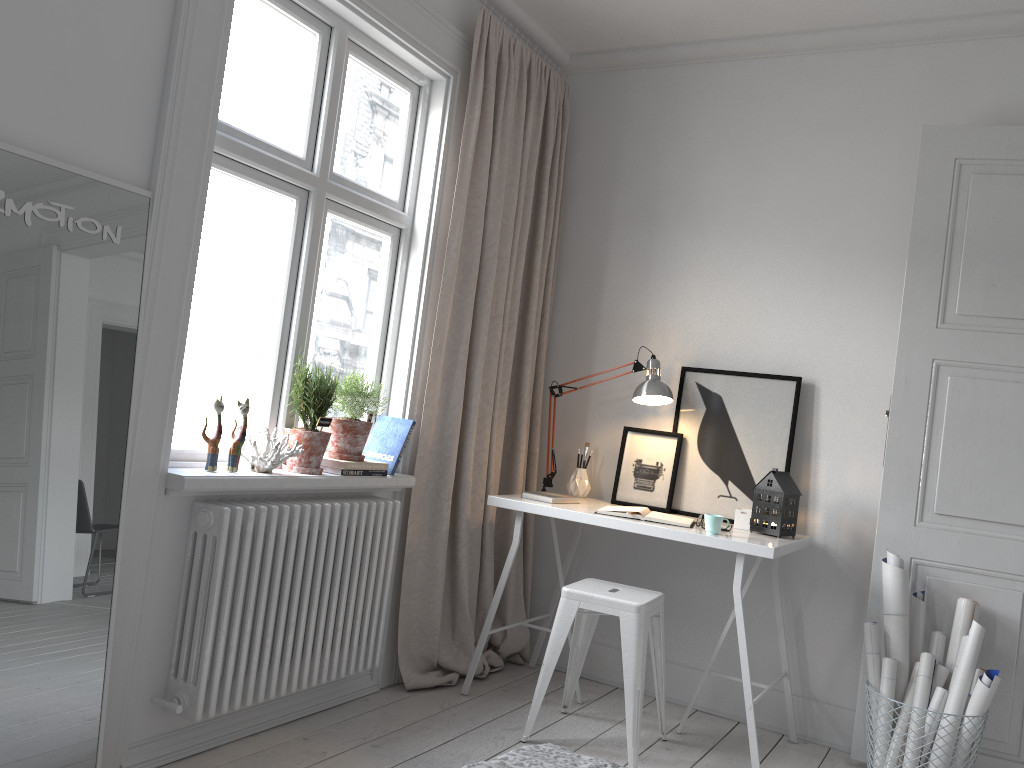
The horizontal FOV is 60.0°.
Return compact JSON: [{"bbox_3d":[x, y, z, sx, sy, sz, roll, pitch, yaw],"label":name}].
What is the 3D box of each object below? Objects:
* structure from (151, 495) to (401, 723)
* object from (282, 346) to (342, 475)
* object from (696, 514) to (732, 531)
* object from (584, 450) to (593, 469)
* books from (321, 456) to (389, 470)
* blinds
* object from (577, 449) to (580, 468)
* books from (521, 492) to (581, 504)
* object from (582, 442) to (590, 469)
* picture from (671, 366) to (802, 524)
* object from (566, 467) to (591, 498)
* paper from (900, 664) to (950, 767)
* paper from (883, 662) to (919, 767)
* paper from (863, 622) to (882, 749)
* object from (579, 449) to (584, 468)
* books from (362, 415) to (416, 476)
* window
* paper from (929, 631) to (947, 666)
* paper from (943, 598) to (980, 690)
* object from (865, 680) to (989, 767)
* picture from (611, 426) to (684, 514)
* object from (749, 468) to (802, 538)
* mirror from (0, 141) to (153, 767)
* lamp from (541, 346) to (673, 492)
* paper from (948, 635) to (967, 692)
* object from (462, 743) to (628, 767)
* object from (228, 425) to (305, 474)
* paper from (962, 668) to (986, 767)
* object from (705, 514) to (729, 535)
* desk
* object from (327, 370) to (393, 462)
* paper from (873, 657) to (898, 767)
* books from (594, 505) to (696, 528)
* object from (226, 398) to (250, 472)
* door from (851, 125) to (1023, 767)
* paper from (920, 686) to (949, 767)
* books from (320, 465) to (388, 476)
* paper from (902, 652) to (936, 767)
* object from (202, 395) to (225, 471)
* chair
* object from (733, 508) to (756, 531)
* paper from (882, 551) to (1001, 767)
[{"bbox_3d":[-0.727,0.670,2.872,0.216,0.600,0.935,6,-2,29],"label":"structure"},{"bbox_3d":[-0.658,0.088,2.920,0.183,0.411,0.199,8,-2,-10],"label":"object"},{"bbox_3d":[0.732,0.506,3.226,0.133,0.047,0.114,7,-2,17],"label":"object"},{"bbox_3d":[0.314,0.391,3.877,0.054,0.207,0.008,7,-2,12],"label":"object"},{"bbox_3d":[-0.572,0.278,3.111,0.157,0.025,0.246,6,-2,32],"label":"books"},{"bbox_3d":[-0.031,-0.124,3.676,0.225,2.680,0.831,6,-2,29],"label":"blinds"},{"bbox_3d":[0.286,0.388,3.884,0.008,0.207,0.054,8,-2,-6],"label":"object"},{"bbox_3d":[0.157,0.453,3.541,0.149,0.024,0.207,6,-2,36],"label":"books"},{"bbox_3d":[0.313,0.375,3.891,0.023,0.239,0.028,6,-2,26],"label":"object"},{"bbox_3d":[0.884,0.252,3.599,0.493,0.614,0.062,6,-2,29],"label":"picture"},{"bbox_3d":[0.293,0.431,3.876,0.101,0.126,0.101,6,-2,29],"label":"object"},{"bbox_3d":[1.337,1.148,2.949,0.253,0.432,0.054,8,-2,-25],"label":"paper"},{"bbox_3d":[1.311,1.115,2.950,0.047,0.358,0.239,5,-3,44],"label":"paper"},{"bbox_3d":[1.246,1.094,3.016,0.046,0.547,0.166,9,-3,-37],"label":"paper"},{"bbox_3d":[0.295,0.390,3.892,0.008,0.207,0.054,7,-2,16],"label":"object"},{"bbox_3d":[-0.466,0.224,3.291,0.175,0.211,0.101,6,-2,33],"label":"books"},{"bbox_3d":[-0.695,-0.471,2.985,0.079,1.537,1.047,6,-2,29],"label":"window"},{"bbox_3d":[1.408,1.118,3.004,0.047,0.542,0.200,6,-3,33],"label":"paper"},{"bbox_3d":[1.489,1.063,3.005,0.181,0.669,0.073,9,-3,-39],"label":"paper"},{"bbox_3d":[1.345,1.204,2.927,0.375,0.351,0.374,6,-2,31],"label":"object"},{"bbox_3d":[0.565,0.357,3.718,0.261,0.333,0.062,6,-2,29],"label":"picture"},{"bbox_3d":[0.982,0.438,3.298,0.135,0.248,0.135,5,-3,45],"label":"object"},{"bbox_3d":[-1.151,0.247,1.967,0.145,1.554,0.668,6,-2,29],"label":"mirror"},{"bbox_3d":[0.373,0.196,3.701,0.568,0.745,0.164,6,-2,25],"label":"lamp"},{"bbox_3d":[1.454,1.110,2.935,0.153,0.553,0.060,8,-2,-15],"label":"paper"},{"bbox_3d":[0.595,0.653,0.995,1.460,0.104,0.405,6,-2,29],"label":"object"},{"bbox_3d":[-0.754,0.207,2.756,0.186,0.149,0.212,6,-3,38],"label":"object"},{"bbox_3d":[1.489,1.161,2.896,0.123,0.464,0.057,7,-2,1],"label":"paper"},{"bbox_3d":[0.703,0.488,3.066,0.082,0.065,0.064,6,-2,28],"label":"object"},{"bbox_3d":[0.490,0.896,3.412,1.163,0.776,0.641,6,-2,29],"label":"desk"},{"bbox_3d":[-0.547,0.108,3.115,0.220,0.318,0.210,8,-2,-23],"label":"object"},{"bbox_3d":[1.250,1.103,2.968,0.047,0.361,0.129,7,-2,18],"label":"paper"},{"bbox_3d":[0.503,0.488,3.318,0.358,0.029,0.290,7,-2,15],"label":"books"},{"bbox_3d":[-0.817,0.150,2.648,0.045,0.224,0.052,8,-2,-19],"label":"object"},{"bbox_3d":[1.677,0.233,3.134,0.678,2.326,0.034,7,-2,20],"label":"door"},{"bbox_3d":[1.360,1.182,2.897,0.233,0.389,0.078,9,-2,-30],"label":"paper"},{"bbox_3d":[-0.577,0.301,3.117,0.156,0.022,0.245,6,-2,33],"label":"books"},{"bbox_3d":[1.334,1.098,2.908,0.049,0.403,0.244,6,-2,32],"label":"paper"},{"bbox_3d":[-0.872,0.141,2.590,0.052,0.224,0.045,7,-2,5],"label":"object"},{"bbox_3d":[0.329,0.988,3.121,0.407,0.527,0.409,6,-2,24],"label":"chair"},{"bbox_3d":[0.891,0.517,3.390,0.065,0.073,0.078,6,-2,25],"label":"object"},{"bbox_3d":[1.389,0.985,2.959,0.181,0.794,0.431,8,-2,-18],"label":"paper"}]
